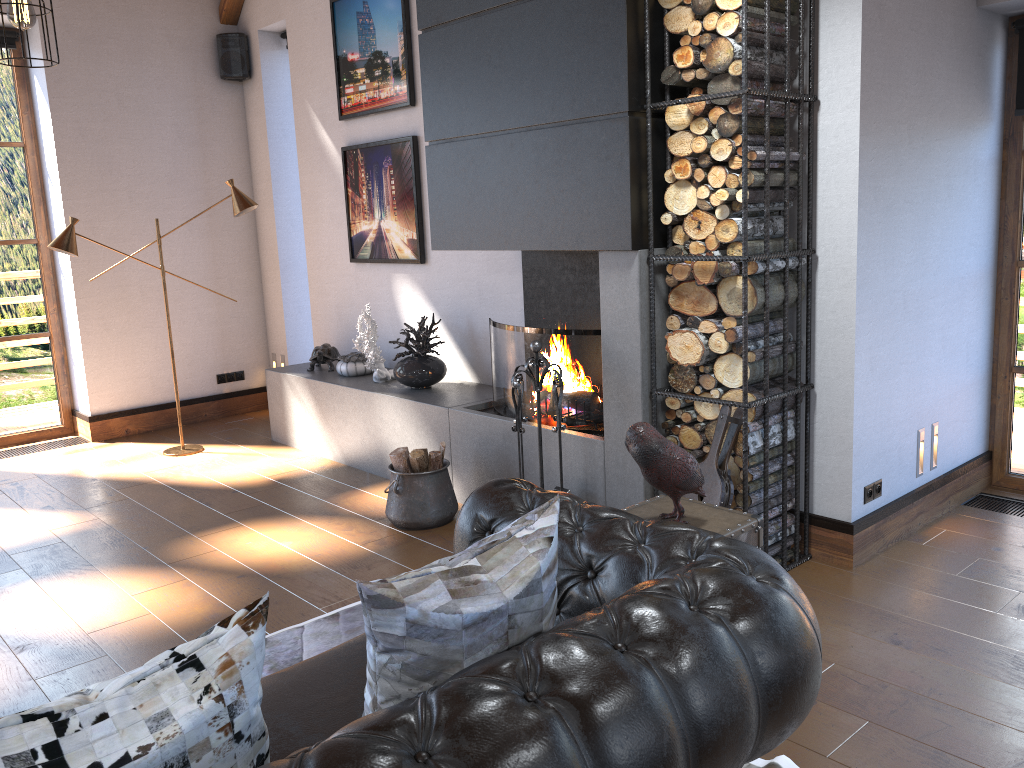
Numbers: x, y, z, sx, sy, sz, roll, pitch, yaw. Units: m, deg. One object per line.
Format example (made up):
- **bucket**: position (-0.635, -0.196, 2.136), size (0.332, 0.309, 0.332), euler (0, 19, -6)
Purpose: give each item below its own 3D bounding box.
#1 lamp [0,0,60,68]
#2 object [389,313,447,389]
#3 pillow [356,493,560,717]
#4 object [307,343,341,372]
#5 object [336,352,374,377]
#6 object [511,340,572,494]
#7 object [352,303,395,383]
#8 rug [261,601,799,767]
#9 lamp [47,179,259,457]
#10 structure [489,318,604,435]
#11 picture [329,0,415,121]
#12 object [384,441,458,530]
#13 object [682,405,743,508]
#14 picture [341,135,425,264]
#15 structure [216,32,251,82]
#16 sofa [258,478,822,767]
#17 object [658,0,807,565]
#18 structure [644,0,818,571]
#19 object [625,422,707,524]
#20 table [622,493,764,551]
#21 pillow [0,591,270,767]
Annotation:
- **lamp**: position (-1.866, -2.078, 2.496), size (0.258, 2.197, 0.813), euler (5, 13, 39)
- **object**: position (-0.578, -0.203, 5.500), size (0.336, 0.454, 0.340), euler (-6, 11, -16)
- **pillow**: position (-0.115, 0.504, 1.840), size (0.535, 0.468, 0.280), euler (-11, 13, -38)
- **object**: position (-1.359, -0.196, 6.397), size (0.226, 0.182, 0.407), euler (-2, 11, 2)
- **object**: position (-1.082, -0.145, 6.124), size (0.262, 0.160, 0.278), euler (-11, 14, -39)
- **object**: position (0.131, 0.303, 4.055), size (0.307, 1.015, 0.309), euler (-2, 10, 4)
- **object**: position (-0.917, -0.267, 5.769), size (0.257, 0.531, 0.431), euler (0, 11, 17)
- **rug**: position (-1.186, 1.299, 1.663), size (4.097, 0.053, 2.405), euler (-12, 14, -40)
- **lamp**: position (-2.383, -0.434, 6.148), size (1.333, 1.895, 0.524), euler (-7, 11, -21)
- **structure**: position (0.146, -0.046, 4.537), size (0.186, 0.513, 0.972), euler (-12, 14, -41)
- **picture**: position (-0.939, -2.210, 5.871), size (0.036, 0.814, 0.870), euler (-12, 14, -41)
- **object**: position (-0.483, 0.517, 4.662), size (0.386, 0.430, 0.382), euler (-5, 11, -15)
- **object**: position (0.799, 0.472, 3.636), size (0.265, 0.793, 0.267), euler (3, 12, 31)
- **picture**: position (-0.892, -1.233, 6.044), size (0.036, 0.814, 0.870), euler (-12, 14, -41)
- **structure**: position (-2.236, -2.628, 7.127), size (0.216, 0.349, 0.211), euler (-12, 14, -41)
- **sofa**: position (-0.495, 0.881, 1.610), size (2.600, 0.836, 1.226), euler (-12, 14, -41)
- **object**: position (0.930, -0.485, 3.761), size (0.472, 2.606, 0.488), euler (-12, 13, -41)
- **structure**: position (0.927, -0.489, 3.749), size (0.518, 2.611, 0.496), euler (-12, 13, -41)
- **object**: position (0.479, 0.275, 2.751), size (0.248, 0.318, 0.150), euler (-3, 10, -1)
- **table**: position (0.525, 0.720, 2.838), size (0.423, 0.608, 0.401), euler (-12, 14, -41)
- **pillow**: position (-0.625, 0.612, 1.389), size (0.535, 0.468, 0.280), euler (-11, 13, -38)
